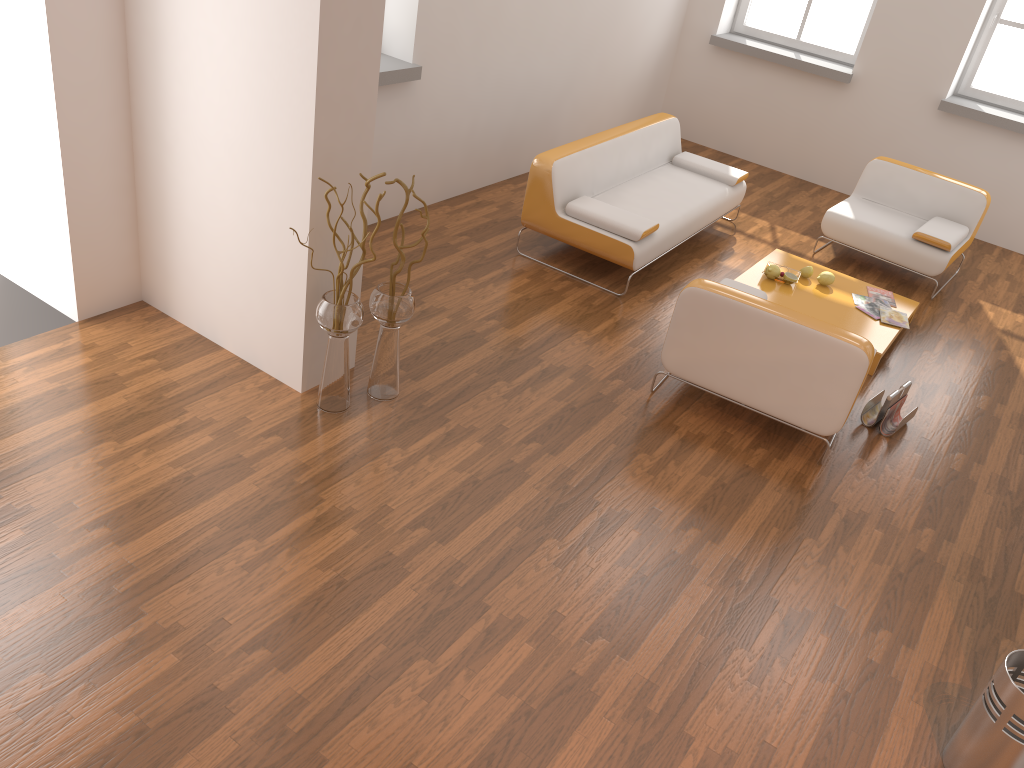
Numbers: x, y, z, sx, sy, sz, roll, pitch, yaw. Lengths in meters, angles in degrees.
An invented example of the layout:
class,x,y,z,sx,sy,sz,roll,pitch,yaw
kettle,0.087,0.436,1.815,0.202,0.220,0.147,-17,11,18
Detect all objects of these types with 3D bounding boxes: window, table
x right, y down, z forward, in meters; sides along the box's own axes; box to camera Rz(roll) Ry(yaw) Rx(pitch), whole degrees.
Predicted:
class,x,y,z,sx,sy,sz,roll,pitch,yaw
window,4.480,-2.946,6.951,1.308,1.737,0.142,27,35,24
window,2.768,-3.822,7.808,1.308,1.737,0.142,27,35,24
table,1.963,-0.496,5.653,1.000,0.150,1.000,27,35,24

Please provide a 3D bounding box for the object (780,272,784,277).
class,x,y,z,sx,sy,sz,roll,pitch,yaw
object,1.737,-0.720,5.744,0.134,0.037,0.061,32,37,30

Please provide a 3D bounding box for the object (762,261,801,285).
class,x,y,z,sx,sy,sz,roll,pitch,yaw
object,1.734,-0.702,5.720,0.227,0.048,0.227,21,33,15

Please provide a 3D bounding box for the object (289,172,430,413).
class,x,y,z,sx,sy,sz,roll,pitch,yaw
object,-0.678,-0.368,3.707,0.655,1.112,0.284,-13,39,-33

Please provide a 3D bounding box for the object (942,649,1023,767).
class,x,y,z,sx,sy,sz,roll,pitch,yaw
object,1.554,1.071,2.745,0.248,0.450,0.248,2,33,-15

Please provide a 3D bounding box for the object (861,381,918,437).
class,x,y,z,sx,sy,sz,roll,pitch,yaw
object,1.985,0.114,4.628,0.189,0.217,0.281,33,38,31

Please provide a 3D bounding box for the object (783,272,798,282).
class,x,y,z,sx,sy,sz,roll,pitch,yaw
object,1.775,-0.667,5.664,0.091,0.065,0.092,6,32,-8

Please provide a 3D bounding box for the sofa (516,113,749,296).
class,x,y,z,sx,sy,sz,roll,pitch,yaw
sofa,0.939,-1.334,6.181,0.825,0.661,2.010,26,35,23

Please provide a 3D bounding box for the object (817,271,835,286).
class,x,y,z,sx,sy,sz,roll,pitch,yaw
object,2.034,-0.683,5.742,0.105,0.091,0.103,24,34,19

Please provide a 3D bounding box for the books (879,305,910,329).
class,x,y,z,sx,sy,sz,roll,pitch,yaw
books,2.361,-0.411,5.480,0.171,0.004,0.249,17,32,10

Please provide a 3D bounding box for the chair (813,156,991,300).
class,x,y,z,sx,sy,sz,roll,pitch,yaw
chair,2.885,-1.192,6.564,0.923,0.661,0.825,29,36,27

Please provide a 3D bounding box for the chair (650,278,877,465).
class,x,y,z,sx,sy,sz,roll,pitch,yaw
chair,1.337,-0.202,4.501,0.923,0.661,0.825,24,34,20

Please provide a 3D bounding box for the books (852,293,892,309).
class,x,y,z,sx,sy,sz,roll,pitch,yaw
books,2.289,-0.516,5.640,0.249,0.004,0.171,13,32,3

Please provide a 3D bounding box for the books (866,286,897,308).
class,x,y,z,sx,sy,sz,roll,pitch,yaw
books,2.398,-0.569,5.759,0.171,0.004,0.249,16,32,8

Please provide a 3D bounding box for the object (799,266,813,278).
class,x,y,z,sx,sy,sz,roll,pitch,yaw
object,1.927,-0.735,5.795,0.094,0.087,0.080,-8,37,-28

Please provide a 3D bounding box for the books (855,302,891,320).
class,x,y,z,sx,sy,sz,roll,pitch,yaw
books,2.284,-0.460,5.541,0.249,0.004,0.171,-12,38,-32

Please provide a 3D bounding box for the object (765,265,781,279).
class,x,y,z,sx,sy,sz,roll,pitch,yaw
object,1.671,-0.718,5.674,0.102,0.095,0.101,10,32,-2
